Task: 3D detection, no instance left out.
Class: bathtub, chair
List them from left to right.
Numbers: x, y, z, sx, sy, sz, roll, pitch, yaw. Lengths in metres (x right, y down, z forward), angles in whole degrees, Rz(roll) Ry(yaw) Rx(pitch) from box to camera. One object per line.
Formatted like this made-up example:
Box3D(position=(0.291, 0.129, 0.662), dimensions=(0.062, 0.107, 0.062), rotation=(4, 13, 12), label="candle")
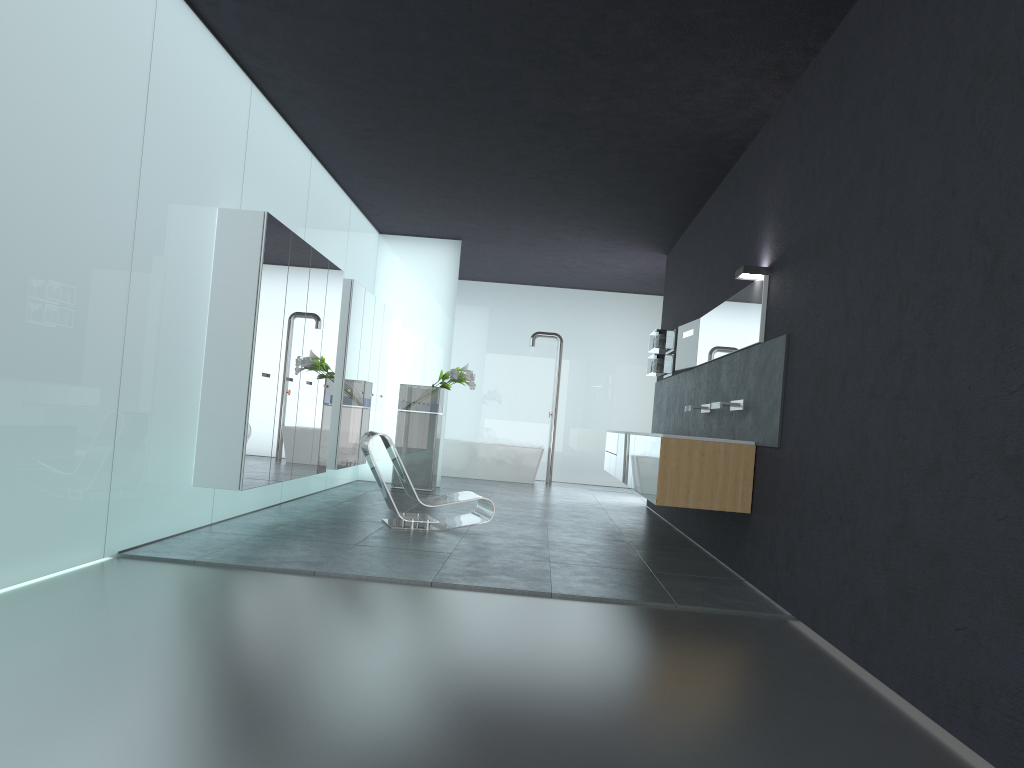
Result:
Box3D(position=(-0.832, 0.941, 8.582), dimensions=(1.262, 0.870, 0.629), rotation=(6, -2, -17), label="chair")
Box3D(position=(-0.398, 1.339, 16.523), dimensions=(1.977, 0.858, 0.961), rotation=(5, -2, 2), label="bathtub")

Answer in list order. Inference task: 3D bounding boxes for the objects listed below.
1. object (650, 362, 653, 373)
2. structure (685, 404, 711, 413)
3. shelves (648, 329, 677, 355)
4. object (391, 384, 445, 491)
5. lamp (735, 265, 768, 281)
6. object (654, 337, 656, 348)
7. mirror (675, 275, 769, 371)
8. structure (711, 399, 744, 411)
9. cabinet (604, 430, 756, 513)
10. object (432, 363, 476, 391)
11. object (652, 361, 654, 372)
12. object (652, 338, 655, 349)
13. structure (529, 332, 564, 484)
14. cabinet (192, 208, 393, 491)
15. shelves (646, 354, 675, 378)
Box3D(position=(1.978, -0.217, 12.380), dimensions=(0.096, 0.184, 0.068), rotation=(5, -1, -6), label="object")
Box3D(position=(1.886, 0.242, 9.025), dimensions=(0.186, 0.088, 0.482), rotation=(5, -2, 2), label="structure")
Box3D(position=(2.048, -0.575, 12.106), dimensions=(0.265, 0.285, 0.770), rotation=(5, -2, 2), label="shelves")
Box3D(position=(-1.365, 0.776, 12.924), dimensions=(0.585, 1.490, 0.575), rotation=(5, -1, 2), label="object")
Box3D(position=(1.931, -0.894, 7.156), dimensions=(0.198, 0.066, 0.277), rotation=(5, -2, 2), label="lamp")
Box3D(position=(1.999, -0.553, 12.173), dimensions=(0.096, 0.184, 0.068), rotation=(5, -1, 11), label="object")
Box3D(position=(2.025, -0.505, 8.819), dimensions=(0.109, 0.532, 3.724), rotation=(5, -2, 1), label="mirror")
Box3D(position=(1.842, 0.176, 7.607), dimensions=(0.186, 0.088, 0.482), rotation=(5, -2, 2), label="structure")
Box3D(position=(1.593, 0.826, 9.678), dimensions=(0.734, 0.556, 5.587), rotation=(5, -2, 2), label="cabinet")
Box3D(position=(-1.028, 0.026, 12.781), dimensions=(1.024, 0.779, 0.974), rotation=(5, -2, -6), label="object")
Box3D(position=(1.971, -0.227, 12.166), dimensions=(0.096, 0.184, 0.068), rotation=(5, -1, 11), label="object")
Box3D(position=(2.006, -0.543, 12.387), dimensions=(0.096, 0.184, 0.068), rotation=(5, -1, -6), label="object")
Box3D(position=(0.539, 0.462, 16.513), dimensions=(0.643, 2.870, 0.123), rotation=(5, -1, 2), label="structure")
Box3D(position=(-2.133, -0.140, 9.995), dimensions=(0.398, 2.214, 6.008), rotation=(5, -2, 2), label="cabinet")
Box3D(position=(2.020, -0.249, 12.099), dimensions=(0.265, 0.285, 0.770), rotation=(5, -2, 2), label="shelves")
